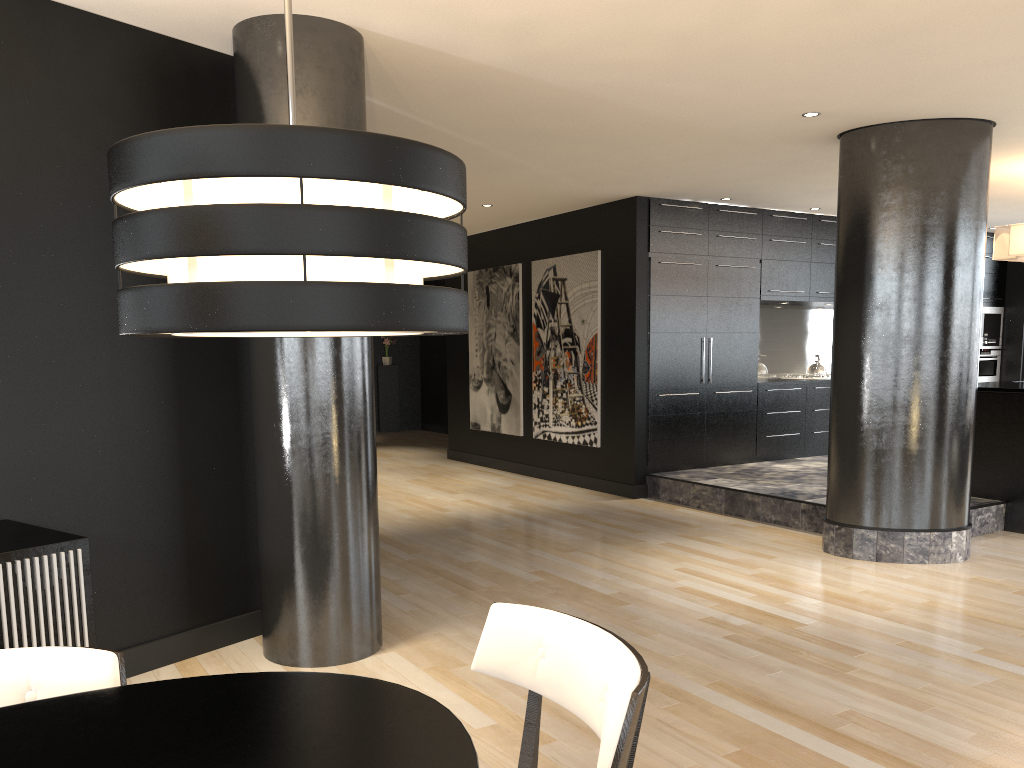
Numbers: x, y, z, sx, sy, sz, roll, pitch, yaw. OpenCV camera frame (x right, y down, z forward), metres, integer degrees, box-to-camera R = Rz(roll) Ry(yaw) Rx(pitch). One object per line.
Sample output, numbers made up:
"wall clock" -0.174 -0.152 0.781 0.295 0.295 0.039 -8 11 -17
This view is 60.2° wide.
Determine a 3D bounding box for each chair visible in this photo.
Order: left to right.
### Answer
"chair" -0.989 0.947 1.539 0.641 0.815 0.611 -3 6 -25
"chair" -0.066 0.927 1.796 0.615 0.814 0.638 -3 6 -25

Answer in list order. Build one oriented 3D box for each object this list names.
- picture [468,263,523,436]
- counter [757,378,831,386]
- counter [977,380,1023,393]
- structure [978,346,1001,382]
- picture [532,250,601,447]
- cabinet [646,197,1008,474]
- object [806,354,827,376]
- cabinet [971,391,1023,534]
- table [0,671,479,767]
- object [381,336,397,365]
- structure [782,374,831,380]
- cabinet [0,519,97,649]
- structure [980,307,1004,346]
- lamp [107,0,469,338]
"picture" -0.183 -0.378 10.150 0.076 1.893 1.147 -5 8 -31
"counter" 3.507 -0.048 9.923 2.853 0.034 0.726 -2 3 -31
"counter" 4.933 -0.003 7.434 3.106 0.032 1.173 -2 3 -31
"structure" 5.826 -0.242 10.896 0.676 0.450 0.070 -3 8 -31
"picture" 0.552 -0.339 8.961 0.076 1.893 1.147 -5 8 -31
"cabinet" 3.516 -0.505 9.842 5.711 2.552 0.723 -2 7 -31
"object" 3.342 -0.210 9.688 0.220 0.232 0.220 -5 7 -39
"cabinet" 4.938 0.533 7.506 3.106 1.048 1.172 -2 5 -31
"table" -0.830 0.989 0.883 1.205 0.777 2.093 2 4 38
"object" -2.139 -0.717 15.069 0.338 0.795 0.226 -1 7 -2
"structure" 3.516 -0.071 9.903 0.898 0.067 0.517 -2 3 -31
"cabinet" -2.348 0.948 2.361 0.608 0.774 2.224 4 5 36
"structure" 5.822 -0.707 10.833 0.674 0.479 0.026 -3 8 -31
"lamp" -0.344 -0.744 1.328 0.534 1.343 0.531 4 8 35
